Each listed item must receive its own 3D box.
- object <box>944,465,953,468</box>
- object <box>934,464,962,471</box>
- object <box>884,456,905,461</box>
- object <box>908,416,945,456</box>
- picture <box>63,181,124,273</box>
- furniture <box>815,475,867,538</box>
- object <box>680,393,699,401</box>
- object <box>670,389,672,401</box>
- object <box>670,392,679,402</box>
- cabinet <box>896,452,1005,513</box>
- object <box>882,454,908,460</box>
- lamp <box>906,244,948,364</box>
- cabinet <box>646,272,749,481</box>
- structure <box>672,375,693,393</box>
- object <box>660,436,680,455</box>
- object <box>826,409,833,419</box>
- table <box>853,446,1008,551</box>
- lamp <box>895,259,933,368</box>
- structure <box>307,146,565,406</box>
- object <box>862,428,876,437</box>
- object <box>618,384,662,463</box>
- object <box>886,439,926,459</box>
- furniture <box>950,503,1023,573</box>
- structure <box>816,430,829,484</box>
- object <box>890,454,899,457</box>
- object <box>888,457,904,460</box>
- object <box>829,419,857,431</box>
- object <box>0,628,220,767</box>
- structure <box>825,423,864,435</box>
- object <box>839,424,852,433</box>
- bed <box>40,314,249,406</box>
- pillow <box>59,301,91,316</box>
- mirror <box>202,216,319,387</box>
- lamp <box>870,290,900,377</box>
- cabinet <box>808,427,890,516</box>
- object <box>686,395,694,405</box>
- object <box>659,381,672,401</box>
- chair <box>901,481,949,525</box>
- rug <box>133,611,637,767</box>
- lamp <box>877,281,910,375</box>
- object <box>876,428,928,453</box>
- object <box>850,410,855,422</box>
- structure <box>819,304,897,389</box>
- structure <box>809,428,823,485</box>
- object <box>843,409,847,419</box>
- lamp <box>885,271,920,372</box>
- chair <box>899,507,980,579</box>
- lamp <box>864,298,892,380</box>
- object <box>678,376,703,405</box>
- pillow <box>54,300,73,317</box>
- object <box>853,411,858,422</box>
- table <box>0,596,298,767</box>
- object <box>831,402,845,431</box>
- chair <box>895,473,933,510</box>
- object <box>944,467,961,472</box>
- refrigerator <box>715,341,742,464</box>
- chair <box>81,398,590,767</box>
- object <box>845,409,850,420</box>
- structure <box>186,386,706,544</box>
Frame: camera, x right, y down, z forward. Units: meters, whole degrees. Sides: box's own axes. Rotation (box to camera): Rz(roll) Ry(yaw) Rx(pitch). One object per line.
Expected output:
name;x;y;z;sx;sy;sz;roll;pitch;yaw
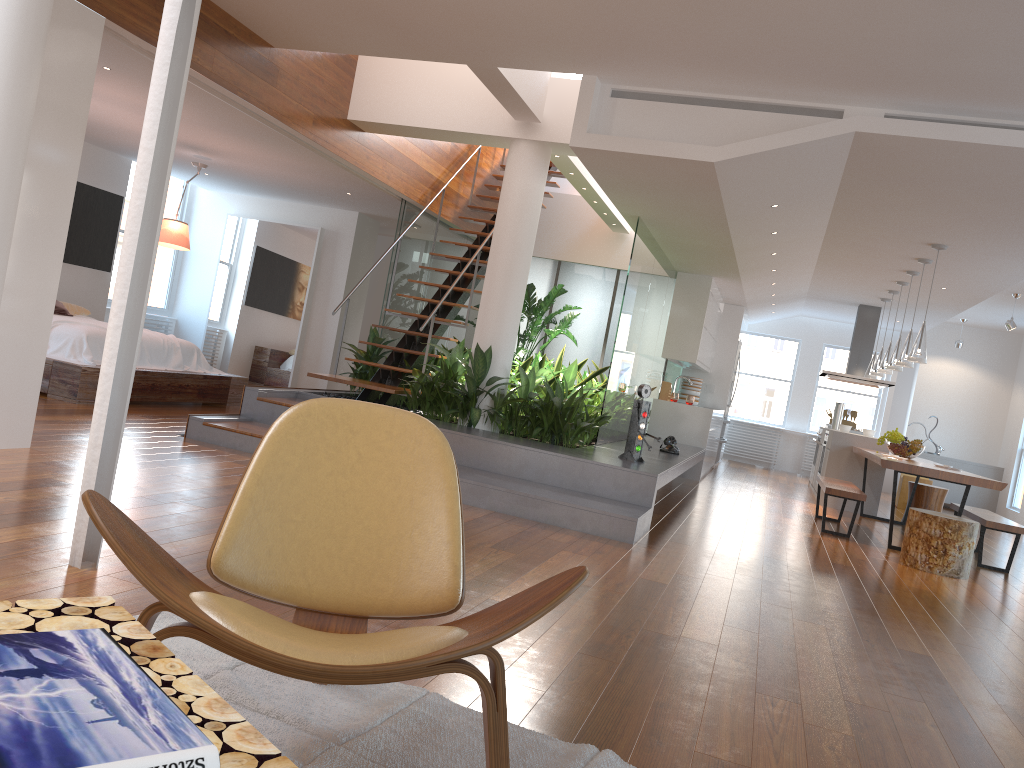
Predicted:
object;3.720;0.710;7.569;0.070;0.030;0.079;10;1;-30
object;3.719;0.716;7.569;0.222;0.020;0.222;11;1;8
object;3.294;0.642;7.640;0.164;0.006;0.017;11;1;22
object;6.176;0.744;13.147;0.590;0.563;0.210;10;1;-12
picture;-4.799;-1.703;8.421;0.001;0.854;2.969;11;1;16
furniture;2.862;1.078;7.843;0.316;0.389;1.433;11;1;16
object;2.417;0.177;12.098;0.284;0.196;0.265;10;1;-31
object;1.905;0.119;10.752;0.100;0.170;0.173;11;1;18
object;1.874;0.155;10.219;0.094;0.106;0.094;11;1;22
cabinet;6.432;1.449;13.095;1.309;0.725;0.420;11;1;16
object;3.335;0.640;7.733;0.222;0.020;0.222;10;2;-33
lamp;3.485;-0.703;7.411;0.160;1.060;0.160;12;2;43
cabinet;2.617;-0.013;12.113;0.676;2.280;4.565;11;1;16
structure;2.129;0.156;11.203;0.248;0.536;0.115;11;1;16
object;1.421;0.544;8.023;0.216;0.155;0.181;10;1;-19
object;4.460;0.482;12.372;0.199;0.259;0.016;11;1;27
table;4.040;1.097;9.588;0.893;0.704;5.996;11;1;16
lamp;3.689;-0.680;8.105;0.160;1.060;0.160;12;2;43
structure;0.436;-1.509;8.886;2.552;4.265;4.591;11;1;16
object;4.003;0.553;9.947;0.152;0.082;0.152;10;1;-23
object;0.960;0.289;6.377;0.134;0.565;0.318;10;2;-37
object;3.807;0.645;8.611;0.360;0.159;0.360;10;1;-20
furniture;3.986;1.297;7.507;0.316;0.389;1.433;11;1;16
structure;3.729;0.881;10.617;0.072;0.648;0.644;11;1;16
object;3.336;0.634;7.733;0.070;0.030;0.079;10;1;-20
object;3.284;0.637;7.609;0.149;0.014;0.044;11;1;15
object;4.593;0.571;12.322;0.353;0.157;0.084;11;1;16
object;-0.436;0.264;0.661;0.334;0.048;0.279;9;2;-43
structure;4.472;0.603;11.892;0.520;0.073;0.650;11;1;16
object;3.803;0.511;10.136;0.152;0.082;0.152;10;2;-34
bed;-3.990;-0.317;8.020;2.314;0.595;2.207;11;1;16
pillow;-4.542;-0.730;8.147;0.467;0.212;1.410;11;1;15
mirror;-3.111;-0.968;10.820;1.267;2.044;0.049;11;1;16
lamp;4.298;-0.612;10.185;0.160;1.060;0.160;12;2;43
cabinet;4.129;1.017;11.020;0.597;0.832;2.936;11;1;16
object;2.031;0.186;10.123;0.094;0.106;0.094;11;1;22
object;1.826;0.084;10.518;0.104;0.222;0.200;11;1;16
chair;4.352;1.293;9.356;0.396;0.455;0.402;11;1;6
rug;-0.018;0.872;0.406;3.525;0.057;3.478;11;1;21
lamp;4.095;-0.635;9.492;0.160;1.060;0.160;12;2;43
object;3.799;0.579;8.631;0.394;0.284;0.292;10;1;-20
object;4.698;0.512;12.285;0.068;0.298;0.039;11;1;16
structure;4.712;-0.705;11.835;0.909;1.405;0.900;11;1;16
structure;4.351;1.013;11.902;0.649;0.735;0.890;11;1;16
object;4.611;0.493;12.329;0.061;0.299;0.040;11;1;14
lamp;3.892;-0.658;8.798;0.160;1.060;0.160;12;2;43
chair;3.071;1.141;6.385;0.460;0.400;0.460;11;1;26
lamp;4.502;-0.590;10.879;0.160;1.060;0.160;12;2;43
object;2.356;0.090;11.717;0.267;0.356;0.266;12;2;42
pillow;-4.312;-0.757;8.061;0.534;0.185;0.372;9;2;-44
object;4.738;0.519;12.292;0.057;0.294;0.030;11;1;16
table;-0.543;0.538;0.750;0.489;0.534;0.548;9;2;-44
object;4.235;0.423;11.489;0.172;0.356;0.120;10;1;-25
chair;5.168;1.406;11.422;0.344;0.430;0.549;11;1;20
object;3.702;0.714;7.463;0.158;0.017;0.019;11;1;11
refrigerator;2.837;0.232;12.815;0.725;1.772;0.908;11;1;16
chair;-0.301;0.449;1.782;0.856;0.752;0.867;11;1;22
object;4.637;0.499;12.301;0.057;0.299;0.019;11;1;16
structure;0.065;0.559;8.237;3.088;0.386;5.584;11;1;16
